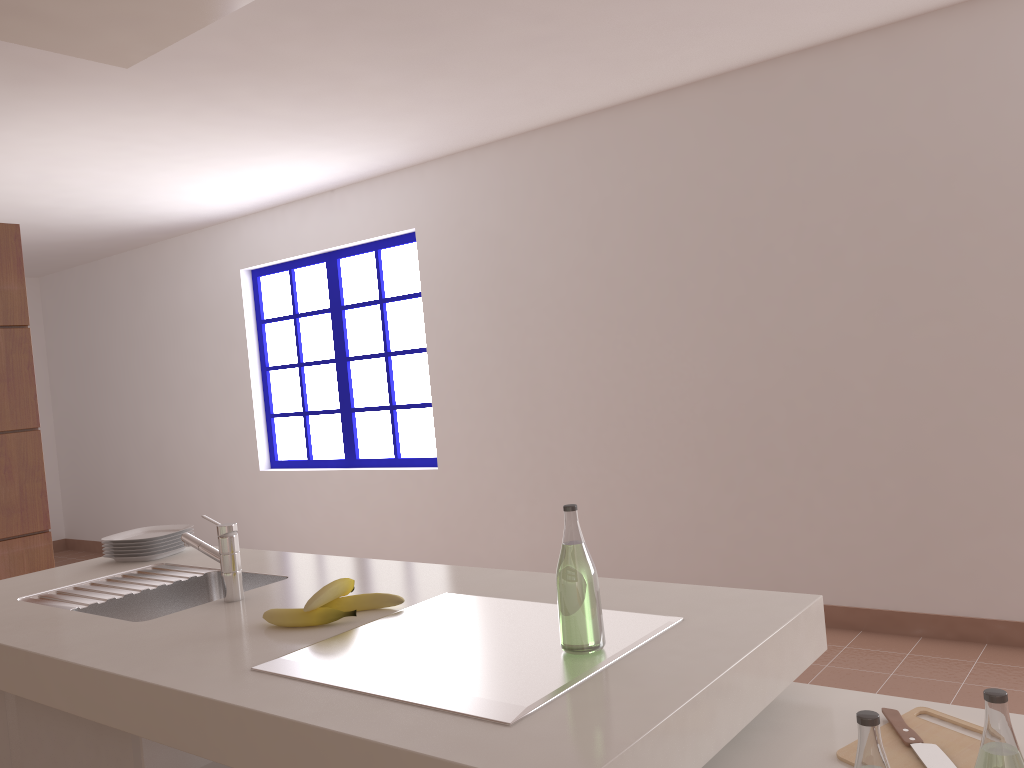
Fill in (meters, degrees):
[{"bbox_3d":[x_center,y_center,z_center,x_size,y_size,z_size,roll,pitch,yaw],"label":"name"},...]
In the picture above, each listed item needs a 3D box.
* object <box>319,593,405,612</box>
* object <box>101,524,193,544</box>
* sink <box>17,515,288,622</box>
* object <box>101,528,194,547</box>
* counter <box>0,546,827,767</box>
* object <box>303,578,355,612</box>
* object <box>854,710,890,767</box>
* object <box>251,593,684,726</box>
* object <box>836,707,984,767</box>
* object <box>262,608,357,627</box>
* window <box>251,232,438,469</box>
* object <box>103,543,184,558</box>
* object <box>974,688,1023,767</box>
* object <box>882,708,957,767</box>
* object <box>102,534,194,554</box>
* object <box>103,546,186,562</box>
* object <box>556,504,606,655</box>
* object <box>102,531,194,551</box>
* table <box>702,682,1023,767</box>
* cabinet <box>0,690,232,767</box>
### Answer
[{"bbox_3d":[-0.321,0.444,1.791,0.207,0.033,0.060,-6,1,-7],"label":"object"},{"bbox_3d":[-1.098,0.458,2.680,0.228,0.020,0.228,-5,1,19],"label":"object"},{"bbox_3d":[-0.873,0.501,2.188,0.668,0.368,0.404,-5,1,38],"label":"sink"},{"bbox_3d":[-1.098,0.468,2.680,0.228,0.020,0.228,-5,1,19],"label":"object"},{"bbox_3d":[-0.501,0.877,1.940,2.156,0.800,0.821,-5,1,38],"label":"counter"},{"bbox_3d":[-0.353,0.419,1.789,0.047,0.055,0.207,-5,1,14],"label":"object"},{"bbox_3d":[0.370,0.448,0.898,0.071,0.230,0.071,-5,1,19],"label":"object"},{"bbox_3d":[-0.070,0.439,1.506,0.551,0.006,0.493,-5,1,38],"label":"object"},{"bbox_3d":[0.604,0.533,1.296,0.266,0.006,0.168,-6,1,-36],"label":"object"},{"bbox_3d":[-0.405,0.452,1.725,0.207,0.033,0.060,-5,1,18],"label":"object"},{"bbox_3d":[-1.120,-0.159,5.855,1.699,1.430,0.035,-5,1,38],"label":"window"},{"bbox_3d":[-1.095,0.498,2.680,0.228,0.020,0.228,-5,1,19],"label":"object"},{"bbox_3d":[0.513,0.434,0.923,0.071,0.230,0.071,-5,1,19],"label":"object"},{"bbox_3d":[0.594,0.528,1.240,0.041,0.008,0.375,-5,1,4],"label":"object"},{"bbox_3d":[-1.096,0.488,2.680,0.228,0.020,0.228,-5,1,19],"label":"object"},{"bbox_3d":[-1.094,0.508,2.681,0.228,0.020,0.228,-5,1,19],"label":"object"},{"bbox_3d":[0.102,0.306,1.404,0.071,0.230,0.071,-5,1,19],"label":"object"},{"bbox_3d":[-1.097,0.478,2.680,0.228,0.020,0.228,-5,1,19],"label":"object"},{"bbox_3d":[0.340,0.885,1.300,1.003,0.647,0.737,-5,1,38],"label":"table"},{"bbox_3d":[-0.450,0.923,1.909,2.048,0.700,0.737,-5,1,38],"label":"cabinet"}]
